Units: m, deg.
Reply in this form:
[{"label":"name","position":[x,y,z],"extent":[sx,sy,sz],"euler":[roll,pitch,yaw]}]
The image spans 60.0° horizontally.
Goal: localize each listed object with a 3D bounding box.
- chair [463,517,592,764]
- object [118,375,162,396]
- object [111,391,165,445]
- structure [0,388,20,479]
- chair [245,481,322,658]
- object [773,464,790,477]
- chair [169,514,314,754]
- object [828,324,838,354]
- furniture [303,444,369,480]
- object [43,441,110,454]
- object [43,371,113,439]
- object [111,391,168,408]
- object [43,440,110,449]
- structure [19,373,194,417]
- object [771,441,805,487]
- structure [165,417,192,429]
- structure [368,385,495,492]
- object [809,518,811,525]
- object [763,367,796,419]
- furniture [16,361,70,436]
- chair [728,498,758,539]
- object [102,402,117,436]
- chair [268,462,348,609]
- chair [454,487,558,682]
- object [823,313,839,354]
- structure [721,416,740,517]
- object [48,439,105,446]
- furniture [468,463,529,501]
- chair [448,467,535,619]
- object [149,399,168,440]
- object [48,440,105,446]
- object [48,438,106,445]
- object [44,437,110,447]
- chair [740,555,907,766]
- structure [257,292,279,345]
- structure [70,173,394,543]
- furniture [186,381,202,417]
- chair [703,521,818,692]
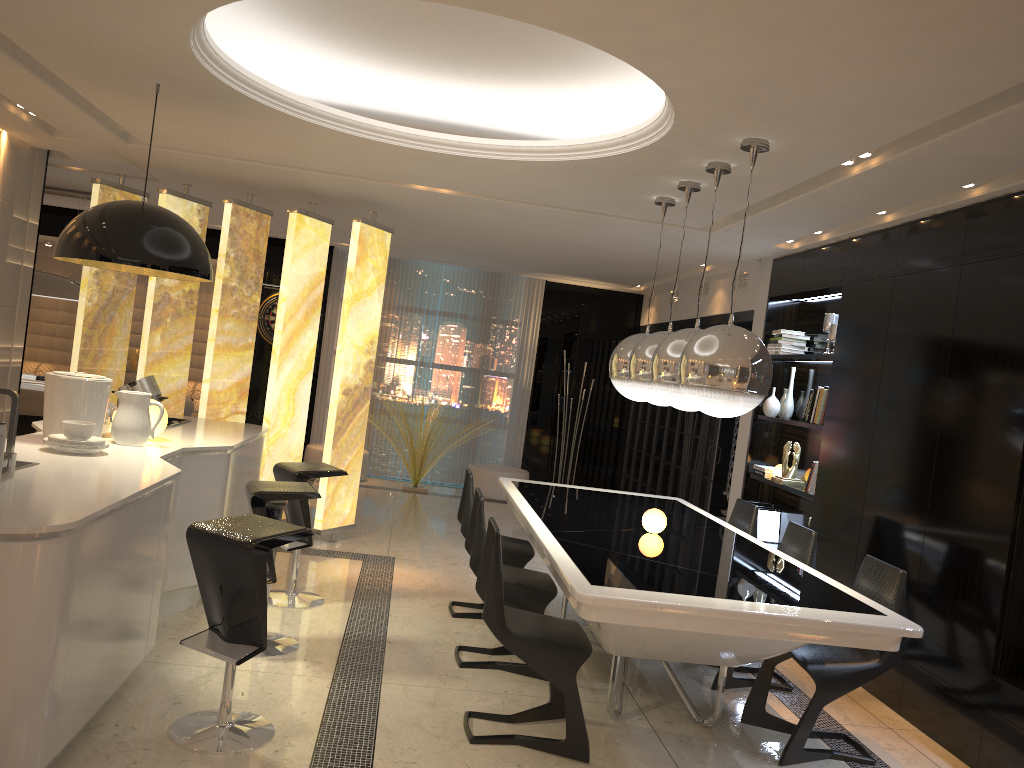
[{"label":"chair","position":[0.094,1.025,3.669],"extent":[0.496,0.858,0.523],"euler":[7,1,-6]},{"label":"object","position":[-2.248,0.044,5.346],"extent":[0.249,0.212,0.256],"euler":[8,1,29]},{"label":"object","position":[-1.853,0.169,4.365],"extent":[0.211,0.254,0.183],"euler":[7,1,-44]},{"label":"structure","position":[-1.813,0.166,3.062],"extent":[0.177,0.310,0.089],"euler":[7,1,-6]},{"label":"chair","position":[-1.184,0.882,4.323],"extent":[0.380,0.789,0.380],"euler":[7,1,-24]},{"label":"object","position":[1.998,0.657,6.569],"extent":[0.125,0.125,0.125],"euler":[8,1,33]},{"label":"chair","position":[-1.037,0.916,3.330],"extent":[0.380,0.789,0.380],"euler":[8,1,26]},{"label":"object","position":[2.228,-0.296,6.093],"extent":[0.104,0.224,0.104],"euler":[7,1,-4]},{"label":"furniture","position":[-2.028,0.895,10.236],"extent":[0.735,0.357,0.735],"euler":[7,1,-4]},{"label":"object","position":[-1.914,0.280,3.895],"extent":[0.264,0.033,0.264],"euler":[7,1,-37]},{"label":"object","position":[-2.054,0.109,4.175],"extent":[0.288,0.330,0.288],"euler":[8,1,11]},{"label":"object","position":[-2.252,0.131,5.351],"extent":[0.266,0.147,0.253],"euler":[8,1,37]},{"label":"object","position":[-1.913,0.274,3.895],"extent":[0.264,0.033,0.264],"euler":[7,1,-37]},{"label":"structure","position":[-4.722,0.340,8.379],"extent":[2.912,0.812,1.659],"euler":[7,1,-6]},{"label":"object","position":[2.008,0.570,6.400],"extent":[0.177,0.311,0.177],"euler":[7,1,-6]},{"label":"structure","position":[-2.289,0.213,5.350],"extent":[0.502,0.026,0.811],"euler":[7,1,-6]},{"label":"structure","position":[-1.018,0.638,9.924],"extent":[1.282,1.142,1.275],"euler":[8,1,40]},{"label":"object","position":[2.050,1.073,6.028],"extent":[0.092,0.310,0.193],"euler":[8,1,18]},{"label":"object","position":[2.042,0.060,6.768],"extent":[0.210,0.395,0.180],"euler":[7,1,-3]},{"label":"furniture","position":[-5.922,0.150,10.752],"extent":[1.312,0.810,1.107],"euler":[7,1,-6]},{"label":"chair","position":[1.209,1.141,5.584],"extent":[0.496,0.858,0.523],"euler":[7,1,-6]},{"label":"object","position":[-2.101,0.175,4.495],"extent":[0.211,0.174,0.211],"euler":[8,1,41]},{"label":"chair","position":[-1.234,0.862,5.155],"extent":[0.380,0.789,0.380],"euler":[7,1,-39]},{"label":"chair","position":[0.001,0.999,4.531],"extent":[0.496,0.858,0.523],"euler":[7,1,-6]},{"label":"object","position":[2.227,-0.337,6.205],"extent":[0.111,0.301,0.111],"euler":[7,1,-11]},{"label":"structure","position":[3.167,-0.318,9.601],"extent":[1.964,4.134,3.425],"euler":[7,1,-6]},{"label":"object","position":[-1.911,0.257,3.895],"extent":[0.229,0.016,0.229],"euler":[8,1,23]},{"label":"furniture","position":[-0.171,1.137,10.351],"extent":[0.735,0.357,0.735],"euler":[7,1,-34]},{"label":"chair","position":[-0.090,0.974,5.375],"extent":[0.496,0.858,0.523],"euler":[7,1,-6]},{"label":"object","position":[-1.895,0.181,4.589],"extent":[0.213,0.214,0.212],"euler":[8,1,44]},{"label":"object","position":[-1.912,0.262,3.895],"extent":[0.229,0.016,0.229],"euler":[8,1,23]},{"label":"object","position":[-1.911,0.252,3.894],"extent":[0.229,0.016,0.229],"euler":[8,1,23]},{"label":"object","position":[-1.912,0.268,3.895],"extent":[0.264,0.033,0.264],"euler":[7,1,-37]},{"label":"chair","position":[1.387,1.190,3.938],"extent":[0.496,0.858,0.523],"euler":[7,1,-6]},{"label":"structure","position":[-2.691,-0.759,10.497],"extent":[0.669,0.669,0.048],"euler":[7,1,-6]},{"label":"structure","position":[-2.137,-0.170,6.711],"extent":[2.180,2.555,0.448],"euler":[7,1,-6]},{"label":"furniture","position":[-4.042,0.393,10.962],"extent":[1.312,0.810,1.107],"euler":[7,1,-6]},{"label":"chair","position":[1.296,1.165,4.782],"extent":[0.496,0.858,0.523],"euler":[7,1,-6]}]
